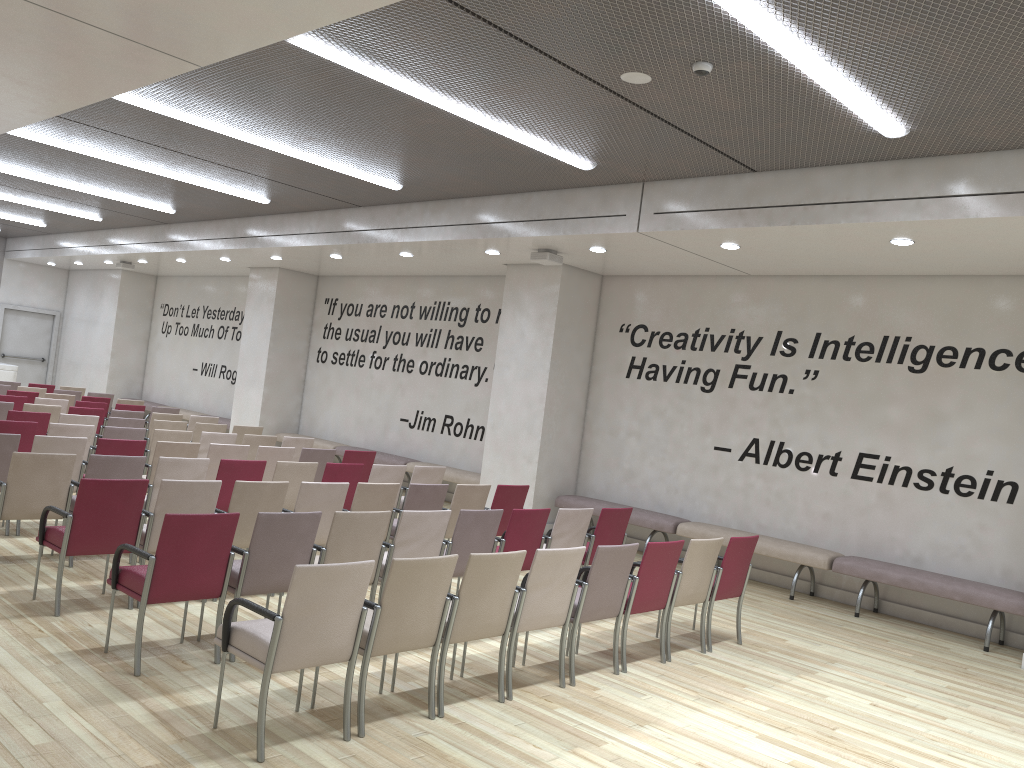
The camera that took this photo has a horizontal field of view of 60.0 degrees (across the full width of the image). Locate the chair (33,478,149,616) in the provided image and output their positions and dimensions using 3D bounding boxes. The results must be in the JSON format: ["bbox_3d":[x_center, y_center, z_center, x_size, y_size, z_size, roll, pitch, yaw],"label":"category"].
[{"bbox_3d":[-2.846,1.035,5.969,0.640,0.890,0.513,7,-1,43],"label":"chair"}]

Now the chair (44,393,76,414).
[{"bbox_3d":[-7.224,0.573,13.864,0.640,0.890,0.513,7,-1,43],"label":"chair"}]

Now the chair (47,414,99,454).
[{"bbox_3d":[-5.305,0.777,10.537,0.640,0.890,0.513,7,-1,43],"label":"chair"}]

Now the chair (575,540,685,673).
[{"bbox_3d":[0.800,1.496,6.285,0.640,0.890,0.513,7,-1,43],"label":"chair"}]

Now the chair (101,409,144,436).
[{"bbox_3d":[-5.448,0.777,12.175,0.640,0.890,0.513,7,-1,43],"label":"chair"}]

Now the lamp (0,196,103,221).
[{"bbox_3d":[-8.658,-3.155,15.037,0.198,0.045,3.304,7,-1,43],"label":"lamp"}]

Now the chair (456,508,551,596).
[{"bbox_3d":[-0.107,1.391,7.126,0.640,0.890,0.513,7,-1,42],"label":"chair"}]

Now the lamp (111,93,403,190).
[{"bbox_3d":[-2.459,-2.442,9.170,0.198,0.045,3.304,7,-1,43],"label":"lamp"}]

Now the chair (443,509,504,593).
[{"bbox_3d":[-0.480,1.340,6.722,0.640,0.890,0.513,7,-1,43],"label":"chair"}]

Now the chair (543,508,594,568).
[{"bbox_3d":[0.274,1.443,7.519,0.640,0.890,0.513,7,-1,44],"label":"chair"}]

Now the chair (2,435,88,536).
[{"bbox_3d":[-4.252,0.881,8.051,0.640,0.890,0.513,7,-1,44],"label":"chair"}]

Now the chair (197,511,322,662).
[{"bbox_3d":[-1.594,1.187,5.533,0.640,0.890,0.513,7,-1,43],"label":"chair"}]

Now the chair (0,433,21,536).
[{"bbox_3d":[-4.639,0.828,7.656,0.640,0.890,0.513,7,-1,43],"label":"chair"}]

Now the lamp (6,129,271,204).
[{"bbox_3d":[-4.531,-2.681,11.131,0.198,0.045,3.304,7,-1,43],"label":"lamp"}]

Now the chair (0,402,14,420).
[{"bbox_3d":[-6.553,0.625,10.973,0.640,0.890,0.513,7,-1,44],"label":"chair"}]

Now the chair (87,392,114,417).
[{"bbox_3d":[-7.352,0.575,15.506,0.640,0.890,0.513,7,-1,44],"label":"chair"}]

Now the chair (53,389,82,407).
[{"bbox_3d":[-7.726,0.524,15.108,0.640,0.890,0.513,7,-1,44],"label":"chair"}]

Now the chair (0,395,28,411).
[{"bbox_3d":[-7.079,0.573,12.231,0.640,0.890,0.513,7,-1,43],"label":"chair"}]

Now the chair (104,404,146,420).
[{"bbox_3d":[-5.951,0.728,13.431,0.640,0.890,0.513,7,-1,43],"label":"chair"}]

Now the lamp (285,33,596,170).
[{"bbox_3d":[-0.397,-2.205,7.218,0.198,0.045,3.304,7,-1,43],"label":"lamp"}]

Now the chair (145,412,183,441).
[{"bbox_3d":[-5.068,0.829,12.572,0.640,0.890,0.513,7,-1,43],"label":"chair"}]

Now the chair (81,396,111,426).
[{"bbox_3d":[-6.854,0.624,14.263,0.640,0.890,0.513,7,-1,43],"label":"chair"}]

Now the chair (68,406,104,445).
[{"bbox_3d":[-5.819,0.726,11.786,0.640,0.890,0.513,7,-1,43],"label":"chair"}]

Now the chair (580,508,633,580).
[{"bbox_3d":[0.659,1.496,7.925,0.640,0.890,0.513,7,-1,43],"label":"chair"}]

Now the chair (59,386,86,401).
[{"bbox_3d":[-8.251,0.471,16.340,0.640,0.890,0.513,7,-1,44],"label":"chair"}]

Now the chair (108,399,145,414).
[{"bbox_3d":[-6.479,0.675,14.661,0.640,0.890,0.513,7,-1,43],"label":"chair"}]

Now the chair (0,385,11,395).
[{"bbox_3d":[-8.475,0.421,14.307,0.640,0.890,0.513,7,-1,44],"label":"chair"}]

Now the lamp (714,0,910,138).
[{"bbox_3d":[1.676,-1.967,5.255,0.198,0.045,3.304,7,-1,43],"label":"lamp"}]

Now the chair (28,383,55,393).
[{"bbox_3d":[-8.616,0.421,15.955,0.640,0.890,0.513,7,-1,43],"label":"chair"}]

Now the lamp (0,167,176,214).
[{"bbox_3d":[-6.572,-2.915,13.063,0.198,0.045,3.304,7,-1,43],"label":"lamp"}]

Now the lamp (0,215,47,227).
[{"bbox_3d":[-10.689,-3.389,16.960,0.198,0.045,3.304,7,-1,43],"label":"lamp"}]

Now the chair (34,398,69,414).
[{"bbox_3d":[-6.705,0.624,12.620,0.640,0.890,0.513,7,-1,43],"label":"chair"}]

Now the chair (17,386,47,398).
[{"bbox_3d":[-8.115,0.470,14.710,0.640,0.890,0.513,7,-1,43],"label":"chair"}]

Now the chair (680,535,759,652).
[{"bbox_3d":[1.548,1.598,7.082,0.640,0.890,0.513,7,-1,43],"label":"chair"}]

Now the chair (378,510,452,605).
[{"bbox_3d":[-0.845,1.290,6.325,0.640,0.890,0.513,7,-1,44],"label":"chair"}]

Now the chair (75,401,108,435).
[{"bbox_3d":[-6.330,0.676,13.011,0.640,0.890,0.513,7,-1,44],"label":"chair"}]

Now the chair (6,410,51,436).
[{"bbox_3d":[-5.666,0.727,10.132,0.640,0.890,0.513,7,-1,43],"label":"chair"}]

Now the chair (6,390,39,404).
[{"bbox_3d":[-7.580,0.524,13.467,0.640,0.890,0.513,7,-1,42],"label":"chair"}]

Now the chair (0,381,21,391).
[{"bbox_3d":[-8.998,0.369,15.543,0.640,0.890,0.513,7,-1,44],"label":"chair"}]

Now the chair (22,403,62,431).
[{"bbox_3d":[-6.174,0.677,11.376,0.640,0.890,0.513,7,-1,43],"label":"chair"}]

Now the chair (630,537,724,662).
[{"bbox_3d":[1.172,1.547,6.685,0.640,0.890,0.513,7,-1,44],"label":"chair"}]

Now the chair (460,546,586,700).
[{"bbox_3d":[0.038,1.391,5.475,0.640,0.890,0.513,7,-1,44],"label":"chair"}]

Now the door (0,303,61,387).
[{"bbox_3d":[-12.260,-0.727,22.272,0.200,2.400,1.400,7,-1,43],"label":"door"}]

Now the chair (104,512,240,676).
[{"bbox_3d":[-1.978,1.134,5.121,0.640,0.890,0.513,7,-1,43],"label":"chair"}]

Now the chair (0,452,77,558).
[{"bbox_3d":[-3.739,0.932,6.812,0.640,0.890,0.513,7,-1,44],"label":"chair"}]

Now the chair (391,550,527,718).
[{"bbox_3d":[-0.333,1.340,5.075,0.640,0.890,0.513,7,-1,43],"label":"chair"}]

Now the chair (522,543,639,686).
[{"bbox_3d":[0.421,1.443,5.873,0.640,0.890,0.513,7,-1,43],"label":"chair"}]
